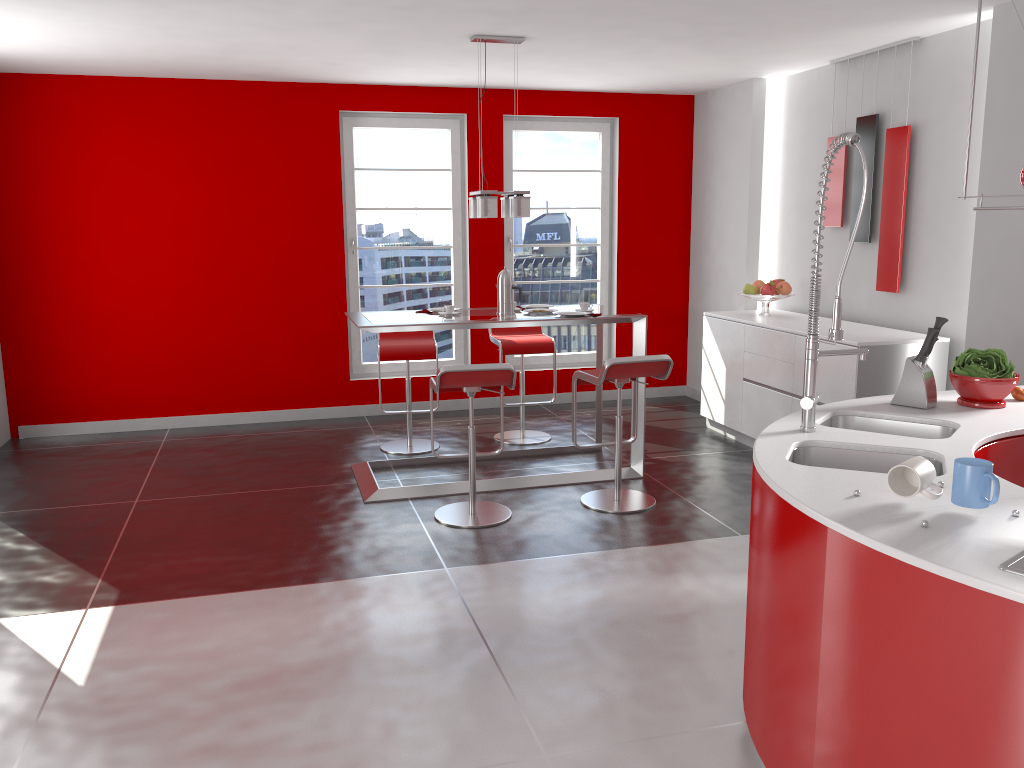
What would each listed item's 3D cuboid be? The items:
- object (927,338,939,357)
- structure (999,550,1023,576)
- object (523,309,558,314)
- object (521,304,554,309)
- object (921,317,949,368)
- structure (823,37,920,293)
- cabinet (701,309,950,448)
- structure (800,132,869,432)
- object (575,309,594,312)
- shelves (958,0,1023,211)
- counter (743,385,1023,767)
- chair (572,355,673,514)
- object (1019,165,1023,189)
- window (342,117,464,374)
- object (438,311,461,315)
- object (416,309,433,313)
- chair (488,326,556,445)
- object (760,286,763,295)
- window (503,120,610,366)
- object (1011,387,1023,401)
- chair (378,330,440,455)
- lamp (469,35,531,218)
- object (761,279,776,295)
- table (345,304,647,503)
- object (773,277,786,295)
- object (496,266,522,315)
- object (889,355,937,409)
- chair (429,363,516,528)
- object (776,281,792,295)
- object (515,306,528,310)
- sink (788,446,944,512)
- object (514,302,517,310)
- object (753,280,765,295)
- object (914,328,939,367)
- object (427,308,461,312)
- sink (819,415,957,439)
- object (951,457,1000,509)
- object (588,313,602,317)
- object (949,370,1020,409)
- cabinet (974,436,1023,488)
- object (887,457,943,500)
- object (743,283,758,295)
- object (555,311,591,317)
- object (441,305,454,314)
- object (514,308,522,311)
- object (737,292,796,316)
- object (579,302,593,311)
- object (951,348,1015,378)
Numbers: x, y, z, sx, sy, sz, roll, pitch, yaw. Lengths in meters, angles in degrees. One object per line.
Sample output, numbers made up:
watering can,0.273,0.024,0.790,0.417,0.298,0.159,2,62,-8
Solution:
object,1.493,-0.074,3.213,0.009,0.197,0.091,-10,14,-43
structure,1.210,0.332,1.750,0.457,0.037,0.303,-9,13,-40
object,0.175,-0.446,5.451,0.217,0.015,0.217,4,11,22
object,0.165,-0.499,5.745,0.217,0.015,0.217,-9,13,-39
object,1.479,-0.083,3.186,0.014,0.322,0.150,-10,14,-43
structure,2.275,-1.370,5.727,0.040,1.503,0.820,-3,11,-15
cabinet,1.966,0.033,5.911,0.610,0.880,1.802,-3,11,-15
structure,1.004,-0.296,2.743,0.178,0.920,0.308,5,12,28
object,0.448,-0.453,5.483,0.119,0.016,0.119,0,10,4
shelves,2.166,-1.136,3.121,0.934,1.023,0.462,-3,11,-15
counter,1.700,0.620,2.709,1.868,0.880,2.865,3,11,18
chair,0.598,0.243,4.887,0.418,0.857,0.460,-4,11,-20
object,1.895,-0.794,3.087,0.213,0.266,0.213,2,11,13
window,-0.867,-1.110,7.226,0.938,2.038,0.117,-3,11,-15
object,-0.379,-0.426,5.373,0.119,0.016,0.119,-8,13,-35
object,-0.562,-0.455,5.545,0.095,0.012,0.234,-4,11,-16
chair,0.070,-0.031,6.407,0.418,0.857,0.460,-3,11,-13
object,1.819,-0.663,6.341,0.086,0.079,0.084,2,11,13
window,0.386,-1.182,7.565,0.938,2.038,0.117,-3,11,-15
object,1.898,0.037,3.309,0.064,0.048,0.063,-8,13,-37
chair,-0.722,0.018,6.173,0.418,0.857,0.460,-2,10,-8
lamp,-0.080,-1.501,5.227,0.304,1.025,0.304,-3,11,-15
object,1.793,-0.675,6.220,0.097,0.133,0.117,-5,11,-26
table,-0.120,0.064,5.499,1.700,1.000,0.800,-3,11,-15
object,1.900,-0.704,6.369,0.117,0.129,0.150,6,12,31
object,-0.021,-0.570,5.386,0.149,0.287,0.113,-2,10,-7
object,1.462,-0.012,3.220,0.091,0.178,0.137,-10,14,-42
chair,-0.209,0.288,4.674,0.418,0.857,0.460,-2,11,-10
object,1.922,-0.674,6.246,0.121,0.101,0.097,-8,13,-36
object,0.030,-0.490,5.712,0.095,0.012,0.234,-4,11,-16
sink,1.011,0.313,2.558,0.428,0.172,0.326,4,11,23
object,-0.009,-0.491,5.580,0.078,0.049,0.062,4,11,24
object,1.787,-0.699,6.416,0.096,0.105,0.117,2,11,13
object,1.453,-0.065,3.177,0.012,0.279,0.130,-10,14,-43
object,-0.428,-0.464,5.578,0.217,0.015,0.217,1,10,8
sink,1.251,0.235,2.975,0.428,0.172,0.326,7,13,35
object,1.071,0.230,2.035,0.080,0.100,0.109,-10,14,-42
object,0.496,-0.418,5.299,0.095,0.012,0.234,-3,11,-15
object,1.712,0.018,3.228,0.229,0.118,0.228,-10,14,-43
cabinet,1.971,0.581,2.734,1.025,0.761,1.875,5,12,29
object,0.967,0.225,2.114,0.109,0.080,0.100,10,14,44
object,1.695,-0.670,6.304,0.100,0.086,0.083,6,12,33
object,0.361,-0.414,5.269,0.217,0.015,0.217,3,11,21
object,-0.387,-0.450,5.370,0.078,0.049,0.062,1,10,7
object,-0.001,-0.467,5.581,0.119,0.016,0.119,-4,11,-18
object,1.812,-0.570,6.331,0.398,0.159,0.398,6,12,33
object,0.455,-0.477,5.481,0.078,0.049,0.062,-3,11,-15
object,1.702,-0.034,3.215,0.198,0.182,0.193,-2,10,-10
